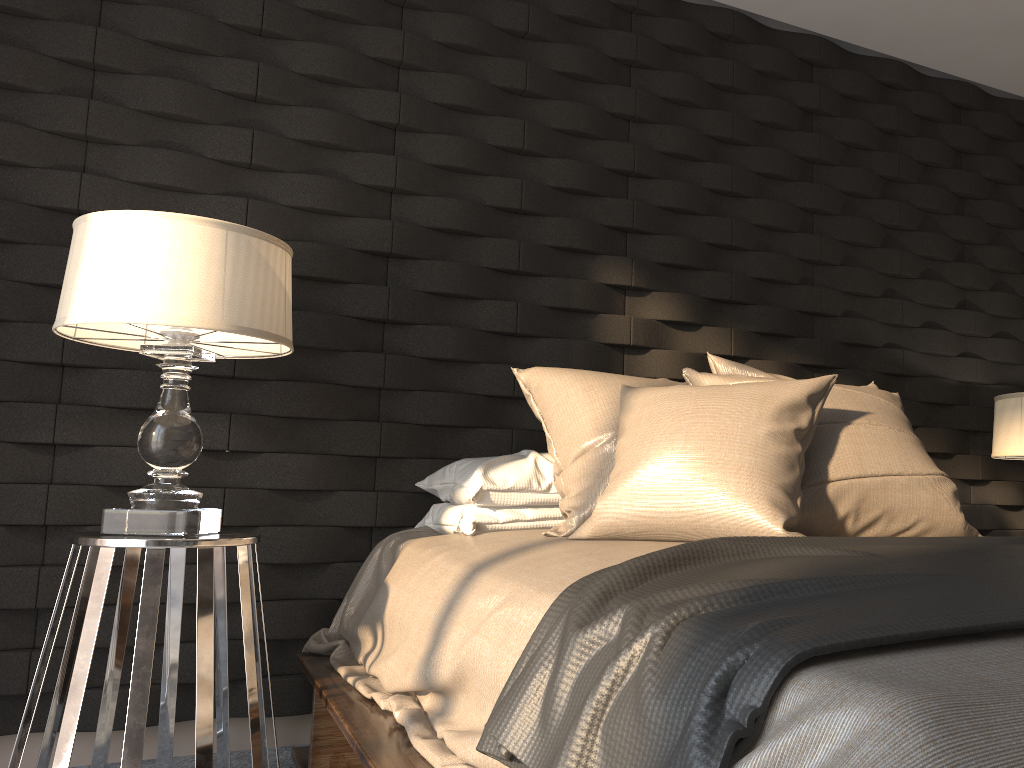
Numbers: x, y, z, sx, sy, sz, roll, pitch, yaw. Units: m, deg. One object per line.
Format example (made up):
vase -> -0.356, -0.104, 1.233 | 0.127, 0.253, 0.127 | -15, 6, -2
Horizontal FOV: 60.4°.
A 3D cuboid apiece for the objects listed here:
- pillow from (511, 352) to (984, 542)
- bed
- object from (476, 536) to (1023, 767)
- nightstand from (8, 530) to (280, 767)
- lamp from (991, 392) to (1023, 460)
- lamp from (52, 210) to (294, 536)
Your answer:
pillow -> 0.700, 0.127, 2.217 | 1.306, 0.519, 0.864 | 4, -7, -22
bed -> 0.848, 0.646, 1.812 | 2.382, 0.625, 2.201 | 4, -7, -22
object -> 1.007, 0.426, 1.429 | 2.136, 0.323, 0.593 | 5, -7, -24
nightstand -> -0.731, 0.614, 1.809 | 0.563, 0.604, 0.538 | 3, -7, -10
lamp -> 2.007, 0.360, 3.214 | 0.445, 0.632, 0.486 | -2, -8, 30
lamp -> -0.721, 0.000, 1.884 | 0.458, 0.632, 0.472 | 1, -7, 10
